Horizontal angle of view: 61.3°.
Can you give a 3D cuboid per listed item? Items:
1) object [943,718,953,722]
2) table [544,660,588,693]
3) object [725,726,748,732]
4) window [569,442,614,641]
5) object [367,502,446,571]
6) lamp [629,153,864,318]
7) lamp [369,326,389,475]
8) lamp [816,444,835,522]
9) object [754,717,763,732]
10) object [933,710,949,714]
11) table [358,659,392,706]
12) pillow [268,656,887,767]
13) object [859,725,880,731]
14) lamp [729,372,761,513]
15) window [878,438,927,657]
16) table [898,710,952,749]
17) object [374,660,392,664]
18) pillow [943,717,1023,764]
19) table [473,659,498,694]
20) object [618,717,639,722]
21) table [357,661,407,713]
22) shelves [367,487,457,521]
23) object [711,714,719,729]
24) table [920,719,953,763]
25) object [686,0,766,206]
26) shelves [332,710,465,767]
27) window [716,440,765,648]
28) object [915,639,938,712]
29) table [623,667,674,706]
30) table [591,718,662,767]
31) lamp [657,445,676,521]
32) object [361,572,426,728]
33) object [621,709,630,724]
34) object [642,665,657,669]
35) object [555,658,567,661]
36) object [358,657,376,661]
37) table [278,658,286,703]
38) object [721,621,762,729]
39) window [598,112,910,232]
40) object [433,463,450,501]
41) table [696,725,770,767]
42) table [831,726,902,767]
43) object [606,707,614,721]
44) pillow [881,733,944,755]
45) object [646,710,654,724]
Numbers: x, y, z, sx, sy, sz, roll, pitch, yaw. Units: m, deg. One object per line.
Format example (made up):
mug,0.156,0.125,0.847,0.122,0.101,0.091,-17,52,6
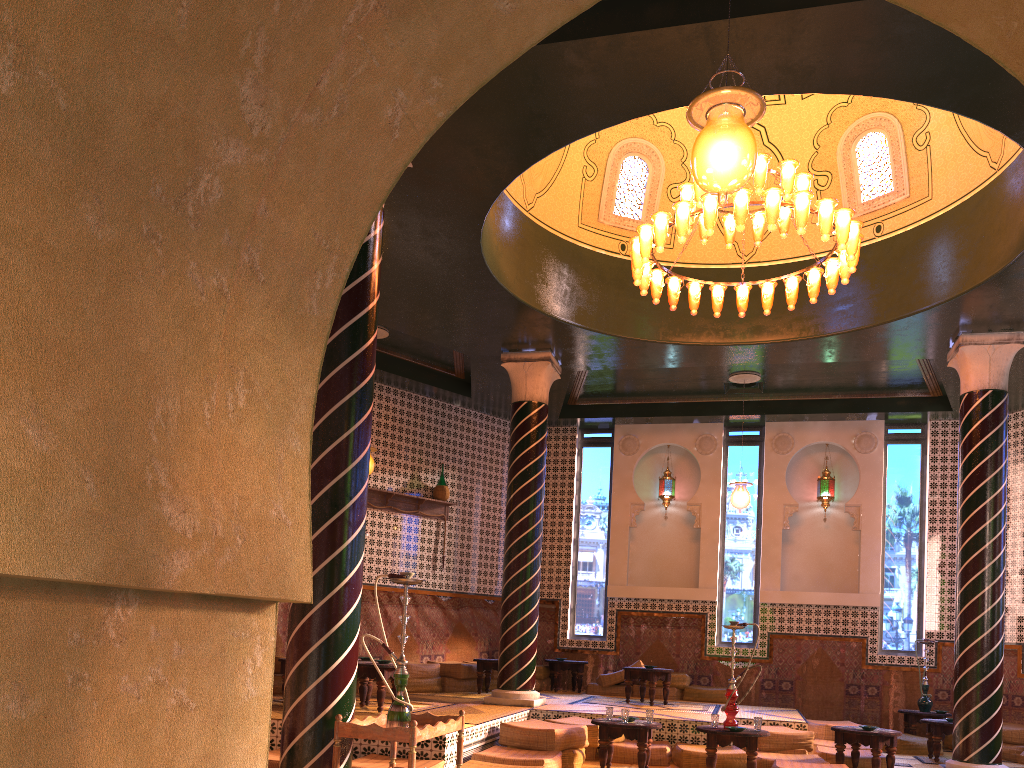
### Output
object,6.542,4.999,12.832,0.252,0.044,0.259,-6,-18,29
table,1.027,5.596,16.524,0.843,0.577,0.864,-5,-14,33
object,2.538,3.911,9.769,0.254,0.044,0.257,11,-18,-28
window,1.629,3.143,17.335,0.773,3.941,0.092,2,-3,16
object,-1.929,2.700,15.259,0.060,1.028,2.028,0,-12,45
lamp,2.621,-3.410,9.576,2.468,4.536,2.531,0,-7,23
lamp,-2.188,0.323,13.055,0.519,2.284,0.528,3,-4,4
lamp,5.928,1.844,16.293,0.328,1.541,0.362,6,-5,-41
object,2.823,3.908,9.911,0.092,0.160,0.094,4,-7,-7
object,7.229,5.530,14.544,0.252,0.044,0.259,-6,-18,29
table,-2.075,4.059,11.765,0.852,0.577,0.854,11,-15,-34
pillow,0.099,4.565,12.286,10.030,1.241,10.303,-2,-17,16
object,4.479,4.324,10.840,0.250,0.044,0.260,3,-16,1
lamp,3.844,1.014,14.410,0.519,2.284,0.528,3,-4,4
window,7.138,2.976,15.819,0.773,3.941,0.092,2,-3,16
table,7.038,5.898,14.742,0.840,0.577,0.867,-3,-13,25
object,-1.623,3.526,10.947,0.252,0.044,0.259,-6,-18,29
pillow,8.328,4.984,12.232,1.411,1.165,5.939,6,-16,-14
table,-0.270,5.077,14.952,0.839,0.577,0.868,-2,-13,21
object,1.398,4.023,10.348,0.254,0.044,0.257,11,-18,-28
table,-1.775,3.841,10.963,0.852,0.577,0.854,11,-15,-34
shelves,-2.687,1.823,14.413,0.257,0.336,4.589,-5,-17,44
object,2.360,3.922,10.038,0.092,0.160,0.094,1,-7,18
table,6.536,5.334,12.870,0.844,0.577,0.862,7,-13,-19
object,1.109,-2.027,4.388,0.519,2.284,0.528,3,-4,4
shelves,-0.894,3.255,6.865,0.745,1.266,1.223,1,-10,17
window,4.383,3.060,16.577,0.773,3.941,0.092,2,-3,16
object,7.040,4.983,14.775,0.469,1.235,0.302,7,-5,-38
table,2.243,5.013,14.314,0.840,0.577,0.866,-3,-14,27
table,1.346,4.311,10.252,0.837,0.577,0.869,2,-12,6
lamp,3.067,1.924,17.059,0.365,1.541,0.325,6,-5,-41
object,-0.926,2.095,6.740,0.462,1.235,0.304,1,-4,23
object,1.322,3.885,10.087,0.092,0.160,0.094,4,-7,-7
object,2.282,4.698,14.321,0.252,0.044,0.259,-6,-18,29
object,0.927,5.242,16.429,0.252,0.044,0.259,-6,-18,29
object,-1.967,3.722,11.681,0.250,0.044,0.260,3,-16,1
table,-2.595,3.843,11.110,0.852,0.577,0.854,11,-15,-34
object,2.635,3.379,10.008,0.463,1.234,0.306,0,-5,32
window,2.748,-3.432,9.679,5.609,1.140,5.847,15,-20,-37
object,-1.280,1.794,15.788,0.303,0.711,0.304,6,-6,-33
table,2.540,4.291,9.981,0.844,0.577,0.862,7,-13,-19
table,4.468,4.665,10.915,0.855,0.577,0.852,12,-15,-38
object,1.166,3.949,10.335,0.093,0.160,0.093,6,-7,-27
pillow,6.367,5.869,14.052,0.979,0.272,0.980,6,-16,-13
object,1.629,3.935,10.208,0.092,0.160,0.094,4,-7,-7
